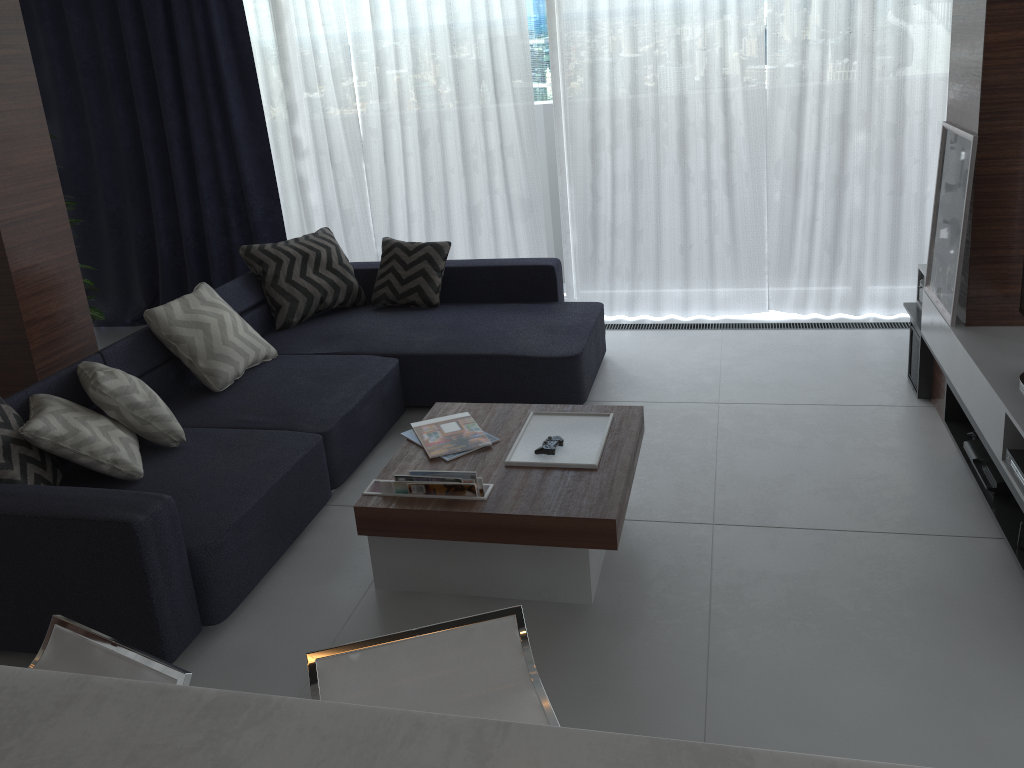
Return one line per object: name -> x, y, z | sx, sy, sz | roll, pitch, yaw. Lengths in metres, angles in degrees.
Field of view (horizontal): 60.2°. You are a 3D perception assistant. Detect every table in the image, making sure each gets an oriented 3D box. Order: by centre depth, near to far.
table -> 0.010, 0.378, 3.003 | 0.805, 0.344, 0.822 | 0, 21, 14

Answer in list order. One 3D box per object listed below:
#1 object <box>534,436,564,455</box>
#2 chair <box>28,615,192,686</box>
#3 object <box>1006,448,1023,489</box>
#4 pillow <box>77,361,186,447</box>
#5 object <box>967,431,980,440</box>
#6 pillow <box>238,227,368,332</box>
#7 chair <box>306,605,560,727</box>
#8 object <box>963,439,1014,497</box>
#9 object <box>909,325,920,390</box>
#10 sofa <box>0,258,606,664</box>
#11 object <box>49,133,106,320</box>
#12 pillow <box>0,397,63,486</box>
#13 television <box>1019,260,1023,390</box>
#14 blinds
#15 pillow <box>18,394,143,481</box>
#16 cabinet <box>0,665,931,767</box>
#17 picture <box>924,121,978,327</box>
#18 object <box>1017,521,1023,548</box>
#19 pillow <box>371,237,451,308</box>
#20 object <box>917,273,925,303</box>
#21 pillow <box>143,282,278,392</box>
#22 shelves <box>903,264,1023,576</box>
object -> 0.125, 0.200, 2.934 | 0.071, 0.035, 0.115 | 5, 23, 26
chair -> -0.760, 0.857, 1.446 | 0.398, 0.691, 0.474 | 6, 21, 31
object -> 1.571, 0.296, 2.371 | 0.335, 0.051, 0.442 | 1, 22, 14
pillow -> -1.445, 0.068, 3.337 | 0.283, 0.342, 0.425 | -16, 22, -30
object -> 1.680, 0.194, 3.184 | 0.071, 0.035, 0.115 | 5, 23, 26
pillow -> -1.127, -0.550, 4.842 | 0.359, 0.505, 0.608 | 12, 26, 43
chair -> -0.068, 0.817, 1.394 | 0.397, 0.691, 0.474 | -9, 18, -12
object -> 1.701, 0.276, 2.921 | 0.313, 0.066, 0.322 | 1, 21, 14
object -> 1.927, -0.112, 3.933 | 0.254, 0.245, 0.219 | 0, 19, 14
sofa -> -0.715, 0.012, 3.775 | 1.898, 0.593, 2.950 | 0, 21, 14
object -> -2.763, -0.993, 5.175 | 0.505, 1.799, 0.493 | -10, 18, -15
pillow -> -1.636, 0.232, 2.876 | 0.222, 0.376, 0.425 | -9, 20, -13
television -> 1.650, -0.310, 2.461 | 0.297, 0.766, 1.263 | 0, 20, 14
blinds -> -0.444, -0.694, 2.609 | 7.138, 2.704, 5.952 | 2, 21, 18
pillow -> -1.485, 0.183, 3.069 | 0.332, 0.287, 0.424 | -13, 21, -21
cabinet -> 0.079, 0.131, 0.641 | 3.334, 2.488, 0.806 | 0, 18, 15
picture -> 1.682, -0.631, 3.404 | 0.053, 0.683, 0.513 | -1, 19, 14
object -> 1.558, 0.420, 2.570 | 0.118, 0.077, 0.187 | 14, 27, 42
pillow -> -0.559, -0.613, 4.848 | 0.415, 0.336, 0.293 | 2, 20, 19
object -> 2.027, -0.390, 3.919 | 0.368, 0.146, 0.379 | 0, 21, 14
pillow -> -1.347, -0.217, 3.976 | 0.342, 0.378, 0.508 | 0, 20, 14
shelves -> 2.011, 0.118, 3.018 | 0.872, 0.486, 2.413 | 0, 21, 14
